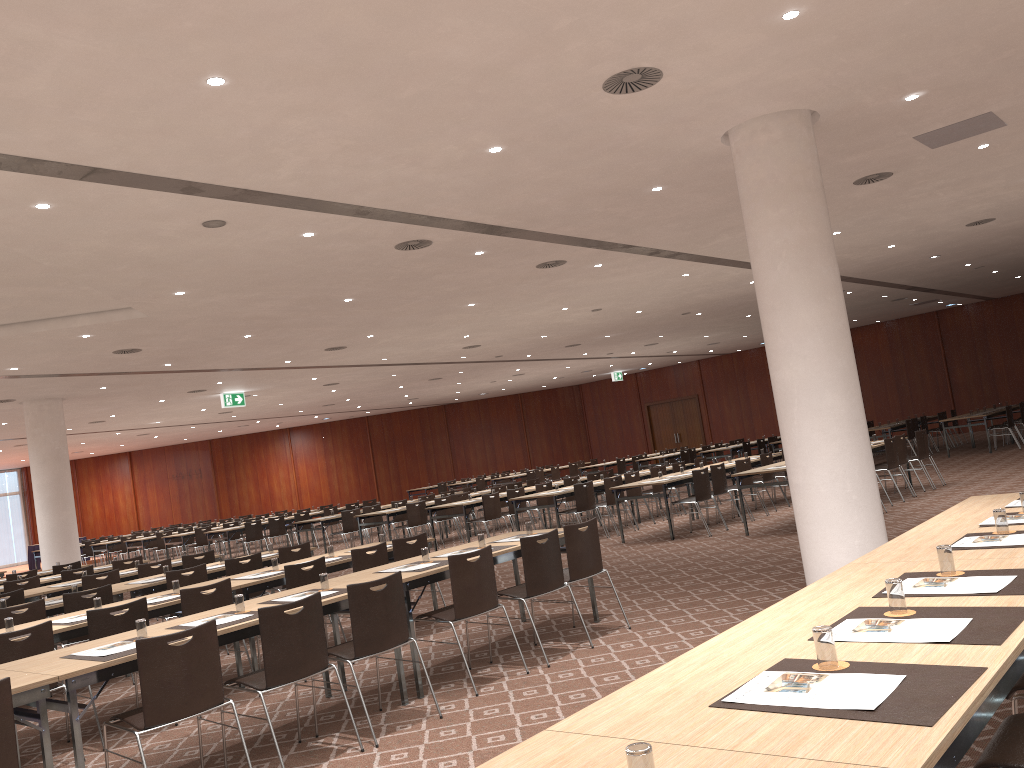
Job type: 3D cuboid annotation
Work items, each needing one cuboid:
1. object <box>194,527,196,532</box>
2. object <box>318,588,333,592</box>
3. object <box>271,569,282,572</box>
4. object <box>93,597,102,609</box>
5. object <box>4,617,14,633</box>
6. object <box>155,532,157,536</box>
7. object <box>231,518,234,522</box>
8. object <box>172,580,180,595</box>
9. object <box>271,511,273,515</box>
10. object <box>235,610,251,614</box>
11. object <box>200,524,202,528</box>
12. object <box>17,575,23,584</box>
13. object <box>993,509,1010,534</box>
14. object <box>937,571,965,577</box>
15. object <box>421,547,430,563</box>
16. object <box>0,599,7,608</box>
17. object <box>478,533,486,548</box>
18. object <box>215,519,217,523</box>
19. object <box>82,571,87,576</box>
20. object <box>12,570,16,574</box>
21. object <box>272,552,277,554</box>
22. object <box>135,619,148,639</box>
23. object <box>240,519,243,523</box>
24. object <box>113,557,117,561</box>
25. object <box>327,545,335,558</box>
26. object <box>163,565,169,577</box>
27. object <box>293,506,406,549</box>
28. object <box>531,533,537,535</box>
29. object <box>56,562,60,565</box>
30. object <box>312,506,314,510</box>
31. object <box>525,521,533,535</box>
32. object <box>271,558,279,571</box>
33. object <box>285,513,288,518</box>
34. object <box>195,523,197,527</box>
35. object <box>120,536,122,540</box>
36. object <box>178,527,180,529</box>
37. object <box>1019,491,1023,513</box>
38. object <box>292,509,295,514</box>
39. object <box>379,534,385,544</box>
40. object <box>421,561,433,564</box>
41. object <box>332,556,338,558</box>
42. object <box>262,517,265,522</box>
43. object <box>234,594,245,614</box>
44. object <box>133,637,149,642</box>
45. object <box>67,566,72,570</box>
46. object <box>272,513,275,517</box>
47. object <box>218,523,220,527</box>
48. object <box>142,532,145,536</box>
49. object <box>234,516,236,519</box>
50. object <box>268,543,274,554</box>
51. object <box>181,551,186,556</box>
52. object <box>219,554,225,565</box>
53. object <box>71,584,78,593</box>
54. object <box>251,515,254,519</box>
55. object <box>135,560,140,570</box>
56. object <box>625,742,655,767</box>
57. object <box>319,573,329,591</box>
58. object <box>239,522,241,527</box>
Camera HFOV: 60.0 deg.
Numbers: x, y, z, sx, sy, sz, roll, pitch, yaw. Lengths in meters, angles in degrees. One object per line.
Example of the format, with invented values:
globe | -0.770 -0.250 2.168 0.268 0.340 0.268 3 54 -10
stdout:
object | -7.872 3.613 22.047 0.054 0.114 0.054 -9 -4 6
object | -1.288 1.422 6.121 0.102 0.001 0.102 -9 -4 6
object | -2.165 1.713 8.143 0.102 0.001 0.102 -8 -5 -16
object | -3.229 1.725 6.916 0.054 0.114 0.054 -11 -4 29
object | -3.633 1.748 6.411 0.054 0.114 0.054 -11 -4 29
object | -9.358 3.942 23.337 0.054 0.114 0.054 -11 -4 29
object | -7.901 3.851 25.064 0.054 0.114 0.054 -9 -4 6
object | -2.807 1.698 7.409 0.054 0.114 0.054 -11 -4 29
object | -7.052 3.797 26.066 0.054 0.114 0.054 -9 -4 6
object | -1.708 1.448 5.630 0.102 0.001 0.102 -9 -4 6
object | -8.518 3.890 24.335 0.054 0.114 0.054 -11 -4 29
object | -6.665 2.649 12.009 0.054 0.114 0.054 -9 -4 6
object | 2.347 0.658 4.255 0.054 0.114 0.054 -8 -4 -16
object | 1.739 0.753 3.516 0.102 0.001 0.102 -9 -4 6
object | -0.670 1.326 6.864 0.054 0.114 0.054 -8 -4 -16
object | -4.708 2.052 8.204 0.054 0.114 0.054 -8 -4 -16
object | -0.251 1.299 7.357 0.054 0.114 0.054 -8 -4 -16
object | -8.972 4.154 26.844 0.054 0.114 0.054 -9 -4 6
object | -5.171 2.319 10.730 0.054 0.114 0.054 -9 -4 6
object | -7.746 2.955 13.802 0.054 0.114 0.054 -8 -4 -16
object | -2.810 1.990 10.425 0.102 0.001 0.102 -5 -6 -38
object | -2.138 1.417 5.119 0.054 0.114 0.054 -9 -4 6
object | -7.028 3.560 23.046 0.054 0.114 0.054 -9 -4 6
object | -5.817 2.595 13.003 0.054 0.114 0.054 -8 -4 -16
object | -1.764 1.632 8.647 0.054 0.114 0.054 -8 -4 -16
object | -3.679 1.989 9.434 0.054 0.114 0.054 -6 -5 -39
object | -3.395 3.160 18.878 0.954 0.832 2.266 -12 -6 40
object | 0.177 1.330 7.860 0.102 0.001 0.102 -9 -4 6
object | -7.320 2.928 14.298 0.054 0.114 0.054 -11 -4 29
object | -5.552 3.466 24.775 0.054 0.114 0.054 -8 -4 -16
object | 0.150 1.275 7.850 0.054 0.114 0.054 -9 -4 6
object | -2.177 1.658 8.149 0.054 0.114 0.054 -8 -4 -16
object | -5.538 3.230 21.760 0.054 0.114 0.054 -9 -4 6
object | -9.399 4.182 26.355 0.054 0.114 0.054 -9 -4 6
object | -10.857 4.273 24.627 0.054 0.114 0.054 -11 -4 29
object | -8.943 3.917 23.841 0.054 0.114 0.054 -11 -4 29
object | 2.761 0.633 4.757 0.054 0.114 0.054 -8 -4 -16
object | -5.984 3.495 24.287 0.054 0.114 0.054 -8 -4 -16
object | -1.336 1.605 9.146 0.054 0.114 0.054 -11 -4 29
object | -0.658 1.381 6.853 0.102 0.001 0.102 -9 -4 6
object | -1.743 1.688 8.655 0.102 0.001 0.102 -8 -5 -16
object | -5.950 3.255 21.256 0.054 0.114 0.054 -9 -4 6
object | -1.723 1.391 5.614 0.054 0.114 0.054 -9 -4 6
object | -2.135 1.475 5.125 0.102 0.001 0.102 -9 -4 6
object | -6.239 2.622 12.504 0.054 0.114 0.054 -9 -4 6
object | -6.403 3.521 23.794 0.054 0.114 0.054 -8 -4 -16
object | -7.450 3.587 22.552 0.054 0.114 0.054 -9 -4 6
object | -10.435 4.247 25.125 0.054 0.114 0.054 -11 -4 29
object | -8.554 4.129 27.351 0.054 0.114 0.054 -9 -4 6
object | -2.839 1.937 10.432 0.054 0.114 0.054 -9 -4 6
object | -4.332 2.266 11.716 0.054 0.114 0.054 -11 -4 29
object | -3.247 1.961 9.937 0.054 0.114 0.054 -9 -4 6
object | -4.286 2.025 8.696 0.054 0.114 0.054 -8 -4 -16
object | -7.479 3.824 25.554 0.054 0.114 0.054 -9 -4 6
object | -4.738 2.291 11.219 0.054 0.114 0.054 -9 -4 6
object | 0.264 0.788 1.789 0.054 0.114 0.054 -9 -4 6
object | -1.293 1.364 6.117 0.054 0.114 0.054 -9 -4 6
object | -6.370 3.282 20.764 0.054 0.114 0.054 -9 -4 6
